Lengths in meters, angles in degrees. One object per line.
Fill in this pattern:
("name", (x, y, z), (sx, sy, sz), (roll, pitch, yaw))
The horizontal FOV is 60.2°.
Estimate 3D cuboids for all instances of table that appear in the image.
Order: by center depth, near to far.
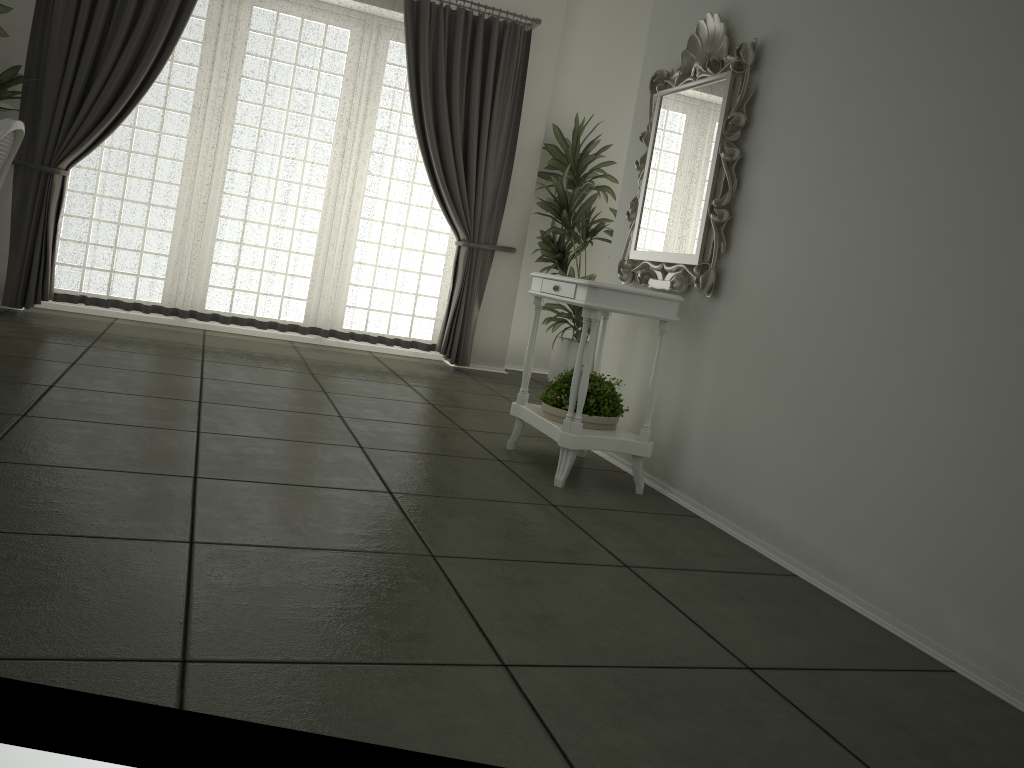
("table", (0.311, -0.031, 3.734), (0.430, 0.802, 0.705), (9, 4, -20))

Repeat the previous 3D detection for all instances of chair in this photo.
("chair", (-2.425, -0.604, 3.550), (0.687, 1.060, 0.600), (9, 3, -19))

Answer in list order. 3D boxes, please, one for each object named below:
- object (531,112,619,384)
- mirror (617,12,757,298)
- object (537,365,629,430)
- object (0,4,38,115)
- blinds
("object", (0.658, -1.010, 6.752), (1.161, 2.089, 1.044), (10, 3, -2))
("mirror", (0.744, -0.999, 3.802), (0.081, 1.204, 0.845), (9, 4, -20))
("object", (0.307, 0.043, 3.740), (0.372, 0.231, 0.350), (7, 6, -24))
("object", (-3.524, -1.512, 5.086), (1.161, 2.089, 1.044), (10, 3, -2))
("blinds", (-1.610, -1.583, 6.192), (3.643, 2.594, 0.665), (8, 3, -19))
